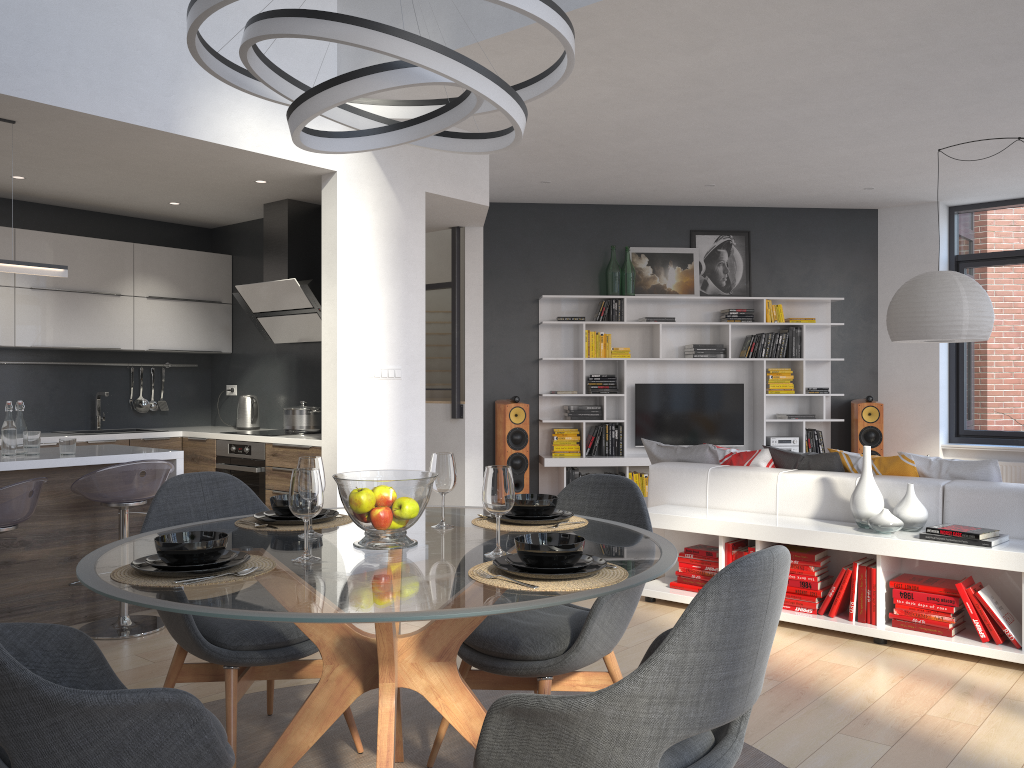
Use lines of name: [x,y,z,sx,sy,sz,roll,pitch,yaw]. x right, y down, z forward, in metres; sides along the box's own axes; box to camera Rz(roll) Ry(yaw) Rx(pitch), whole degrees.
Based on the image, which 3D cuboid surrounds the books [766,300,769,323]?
books: [2.499,-0.716,8.786,0.041,0.229,0.161,0,0,-6]

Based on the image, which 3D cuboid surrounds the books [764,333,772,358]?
books: [2.518,-0.376,8.833,0.084,0.249,0.191,0,0,-5]

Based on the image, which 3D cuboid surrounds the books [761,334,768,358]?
books: [2.481,-0.371,8.826,0.068,0.243,0.179,0,0,-6]

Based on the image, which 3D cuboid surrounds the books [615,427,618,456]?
books: [1.007,0.564,8.715,0.028,0.272,0.200,0,0,-5]

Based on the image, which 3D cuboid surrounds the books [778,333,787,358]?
books: [2.661,-0.376,8.843,0.084,0.249,0.191,0,0,-5]

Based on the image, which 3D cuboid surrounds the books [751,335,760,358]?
books: [2.398,-0.367,8.811,0.081,0.233,0.169,0,0,-6]

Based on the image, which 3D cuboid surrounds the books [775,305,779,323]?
books: [2.603,-0.691,8.793,0.044,0.178,0.128,0,0,-5]

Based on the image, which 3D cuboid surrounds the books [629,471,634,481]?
books: [1.157,0.985,8.610,0.048,0.271,0.213,0,0,-5]

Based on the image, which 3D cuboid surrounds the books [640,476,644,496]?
books: [1.242,1.008,8.604,0.042,0.230,0.156,0,0,-7]

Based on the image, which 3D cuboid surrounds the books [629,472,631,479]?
books: [1.120,0.985,8.586,0.029,0.270,0.204,0,0,-5]

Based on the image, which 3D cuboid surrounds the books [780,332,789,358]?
books: [2.694,-0.381,8.847,0.066,0.260,0.197,0,0,-5]

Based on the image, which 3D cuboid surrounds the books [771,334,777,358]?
books: [2.576,-0.370,8.811,0.069,0.242,0.172,0,0,-4]

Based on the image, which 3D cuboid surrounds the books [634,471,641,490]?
books: [1.222,0.988,8.620,0.038,0.267,0.202,0,0,-5]

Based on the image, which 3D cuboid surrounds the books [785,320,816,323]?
books: [2.874,-0.616,8.861,0.257,0.028,0.194,0,0,0]

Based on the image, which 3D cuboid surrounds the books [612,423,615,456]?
books: [0.974,0.544,8.718,0.034,0.315,0.239,0,0,-5]

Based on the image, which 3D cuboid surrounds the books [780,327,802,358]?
books: [2.789,-0.406,8.883,0.128,0.321,0.259,0,0,-5]

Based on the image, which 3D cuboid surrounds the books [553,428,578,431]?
books: [0.523,0.450,8.720,0.234,0.024,0.171,0,0,-1]

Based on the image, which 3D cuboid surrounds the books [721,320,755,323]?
books: [2.241,-0.617,8.825,0.284,0.030,0.214,0,0,-2]

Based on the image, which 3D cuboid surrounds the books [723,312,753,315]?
books: [2.247,-0.696,8.822,0.246,0.026,0.180,0,0,-2]

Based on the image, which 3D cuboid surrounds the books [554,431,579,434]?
books: [0.535,0.474,8.697,0.234,0.024,0.171,0,0,-1]

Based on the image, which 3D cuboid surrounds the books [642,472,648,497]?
books: [1.288,0.995,8.623,0.055,0.252,0.185,0,0,-6]

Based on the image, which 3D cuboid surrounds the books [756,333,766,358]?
books: [2.454,-0.378,8.829,0.075,0.254,0.192,0,0,-6]

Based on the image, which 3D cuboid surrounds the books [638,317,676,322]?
books: [1.425,-0.626,8.750,0.310,0.047,0.250,0,0,-9]

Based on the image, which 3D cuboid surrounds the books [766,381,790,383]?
books: [2.650,-0.022,8.865,0.217,0.023,0.145,0,0,-1]

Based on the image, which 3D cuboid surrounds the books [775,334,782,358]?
books: [2.624,-0.373,8.828,0.071,0.243,0.179,0,0,-6]

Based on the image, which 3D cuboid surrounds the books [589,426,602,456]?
books: [0.815,0.556,8.695,0.100,0.289,0.210,0,0,-6]

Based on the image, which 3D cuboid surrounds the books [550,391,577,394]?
books: [0.507,0.083,8.661,0.209,0.030,0.266,0,0,-12]

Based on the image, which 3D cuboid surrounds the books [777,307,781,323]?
books: [2.622,-0.682,8.783,0.046,0.161,0.108,0,0,-6]

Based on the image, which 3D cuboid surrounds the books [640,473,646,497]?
books: [1.263,0.994,8.610,0.041,0.252,0.180,0,0,-5]

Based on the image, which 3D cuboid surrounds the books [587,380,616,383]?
books: [0.878,-0.024,8.703,0.264,0.020,0.189,0,0,-2]

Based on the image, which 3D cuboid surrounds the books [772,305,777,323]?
books: [2.582,-0.691,8.799,0.054,0.180,0.132,0,0,-5]

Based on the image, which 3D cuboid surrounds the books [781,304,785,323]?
books: [2.667,-0.694,8.810,0.044,0.184,0.142,0,0,-4]

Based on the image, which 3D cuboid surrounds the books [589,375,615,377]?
books: [0.885,-0.078,8.696,0.246,0.026,0.180,0,0,3]

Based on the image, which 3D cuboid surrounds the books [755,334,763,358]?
books: [2.433,-0.370,8.801,0.069,0.242,0.172,0,0,-4]

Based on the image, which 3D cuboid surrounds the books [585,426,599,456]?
books: [0.762,0.559,8.708,0.142,0.284,0.232,0,0,-5]

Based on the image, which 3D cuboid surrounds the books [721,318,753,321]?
books: [2.240,-0.642,8.828,0.264,0.020,0.189,0,0,-7]

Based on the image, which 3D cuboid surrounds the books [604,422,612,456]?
books: [0.944,0.538,8.716,0.026,0.326,0.237,0,0,-5]

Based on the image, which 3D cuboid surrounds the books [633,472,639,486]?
books: [1.192,0.991,8.619,0.066,0.258,0.198,0,0,-5]

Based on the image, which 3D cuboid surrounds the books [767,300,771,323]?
books: [2.520,-0.714,8.807,0.041,0.224,0.163,0,0,-7]

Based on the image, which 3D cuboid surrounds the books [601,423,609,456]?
books: [0.911,0.544,8.710,0.034,0.314,0.237,0,0,-5]

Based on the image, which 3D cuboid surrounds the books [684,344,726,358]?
books: [1.918,-0.320,8.812,0.343,0.137,0.277,0,0,-10]

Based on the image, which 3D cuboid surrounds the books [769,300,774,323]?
books: [2.549,-0.714,8.818,0.054,0.224,0.164,0,0,-6]

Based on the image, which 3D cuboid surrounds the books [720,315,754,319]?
books: [2.241,-0.668,8.849,0.284,0.030,0.214,0,0,-2]

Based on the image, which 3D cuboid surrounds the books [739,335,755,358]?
books: [2.332,-0.368,8.814,0.104,0.234,0.182,0,0,-5]

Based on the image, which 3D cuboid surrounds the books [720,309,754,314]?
books: [2.243,-0.723,8.833,0.266,0.030,0.209,0,0,-12]

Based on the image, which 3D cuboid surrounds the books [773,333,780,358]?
books: [2.596,-0.378,8.839,0.075,0.254,0.192,0,0,-6]

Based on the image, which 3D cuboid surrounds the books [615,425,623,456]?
books: [1.047,0.553,8.720,0.051,0.297,0.230,0,0,-5]

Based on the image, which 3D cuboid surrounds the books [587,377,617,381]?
books: [0.881,-0.050,8.723,0.284,0.030,0.214,0,0,3]

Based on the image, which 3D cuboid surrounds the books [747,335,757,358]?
books: [2.365,-0.367,8.822,0.096,0.234,0.187,0,0,-5]

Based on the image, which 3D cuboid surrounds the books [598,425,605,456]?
books: [0.880,0.552,8.702,0.028,0.301,0.213,0,0,-5]

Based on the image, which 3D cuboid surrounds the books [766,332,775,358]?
books: [2.552,-0.381,8.837,0.066,0.260,0.197,0,0,-5]

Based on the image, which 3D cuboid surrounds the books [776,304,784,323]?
books: [2.645,-0.694,8.800,0.064,0.184,0.141,0,0,-4]

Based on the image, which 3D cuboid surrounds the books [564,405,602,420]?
books: [0.693,0.281,8.709,0.343,0.137,0.277,0,0,-5]

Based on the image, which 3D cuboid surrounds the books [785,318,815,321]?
books: [2.870,-0.641,8.869,0.257,0.024,0.203,0,0,-2]
